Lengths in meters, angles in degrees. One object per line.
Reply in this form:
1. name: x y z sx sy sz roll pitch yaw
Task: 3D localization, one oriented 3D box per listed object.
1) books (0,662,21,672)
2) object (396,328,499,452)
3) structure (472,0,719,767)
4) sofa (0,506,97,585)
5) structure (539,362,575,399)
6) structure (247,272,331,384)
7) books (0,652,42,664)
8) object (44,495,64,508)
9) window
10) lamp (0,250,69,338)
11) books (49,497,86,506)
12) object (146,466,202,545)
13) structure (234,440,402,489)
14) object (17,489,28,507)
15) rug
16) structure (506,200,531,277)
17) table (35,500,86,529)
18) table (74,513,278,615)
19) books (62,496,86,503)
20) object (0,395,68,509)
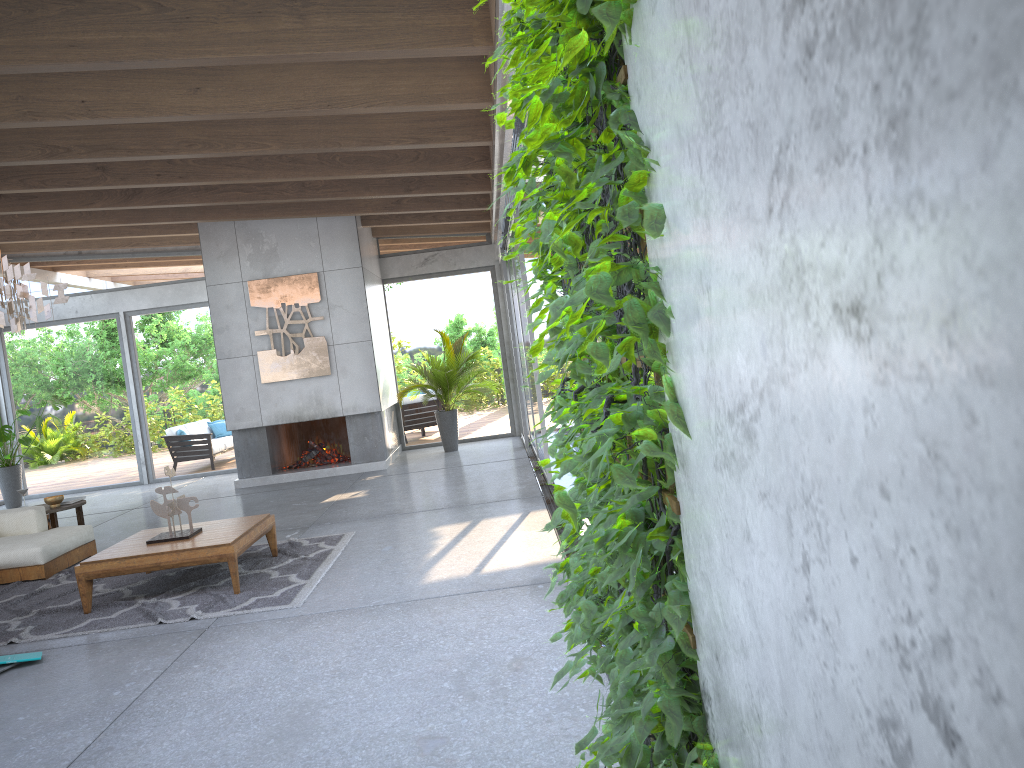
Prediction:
1. books: -2.842 1.551 4.806 0.219 0.012 0.286 -7 3 14
2. object: -0.981 0.072 12.890 1.484 1.819 1.798 -7 2 6
3. structure: 2.087 -0.490 5.218 2.739 2.687 10.282 -7 3 16
4. sofa: -4.190 1.375 6.244 1.965 0.777 3.733 -7 2 -1
5. structure: -6.503 1.300 14.590 15.587 3.022 31.708 -5 3 40
6. structure: -2.905 -0.730 11.588 0.919 1.351 0.041 -7 2 -1
7. books: -2.764 1.520 4.907 0.288 0.074 0.219 -8 3 -26
8. object: -4.340 1.118 8.414 0.173 0.097 0.173 -8 3 -22
9. window: -2.651 -0.388 6.019 14.294 3.764 23.280 -7 2 -1
10. lamp: -3.615 -1.008 6.156 0.636 1.400 0.862 -10 3 -44
11. books: -4.336 1.147 8.656 0.220 0.015 0.303 -7 2 -2
12. object: -2.424 0.838 6.383 0.346 0.518 0.379 -7 2 -1
13. structure: -2.718 0.925 12.782 2.012 0.595 2.203 -7 2 -1
14. object: -4.562 1.092 8.296 0.099 0.212 0.099 -6 3 30
15. rug: -2.884 1.479 6.430 3.186 0.056 2.187 -7 2 -1
16. structure: 0.179 -2.275 13.962 0.918 2.054 1.822 -7 2 -4
17. table: -4.443 1.399 8.489 0.725 0.441 0.725 -9 3 -39
18. table: -2.343 1.266 6.379 1.048 0.352 1.112 -7 2 -1
19. books: -4.330 1.133 8.654 0.205 0.012 0.290 -7 2 4
20. object: -7.275 1.006 12.777 1.416 1.540 1.731 -6 3 18
